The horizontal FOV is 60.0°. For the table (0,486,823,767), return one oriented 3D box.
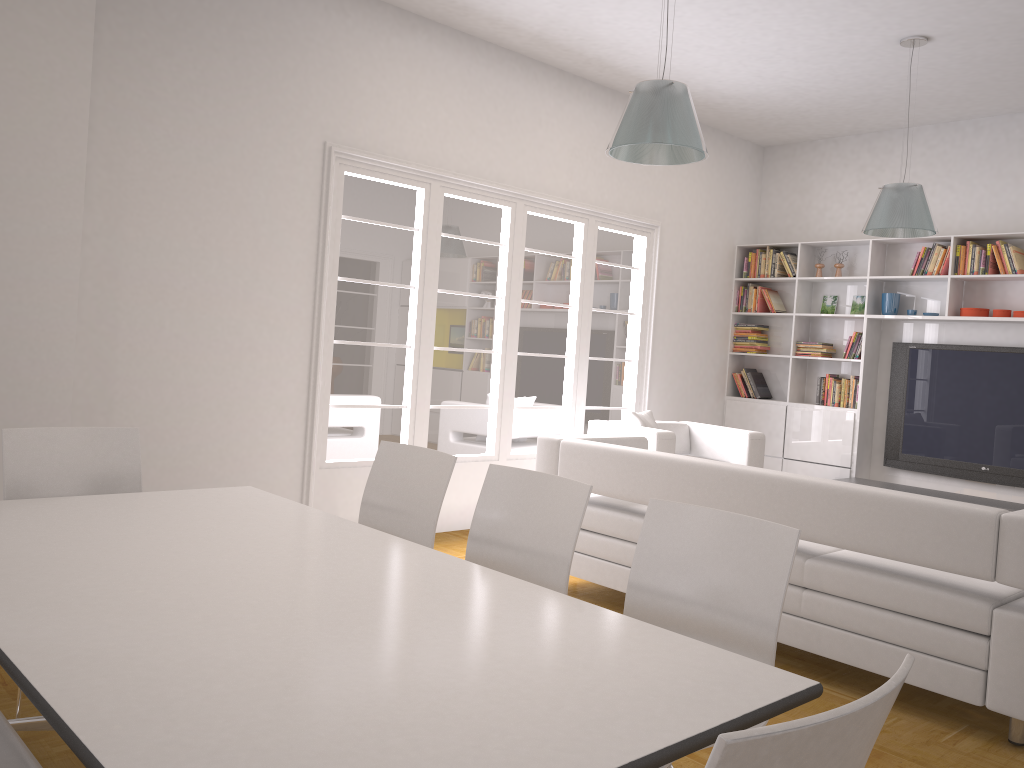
[{"bbox_3d":[-0.678,0.836,2.202,1.210,0.722,2.413,2,3,-43],"label":"table"}]

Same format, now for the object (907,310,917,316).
[{"bbox_3d":[3.360,-0.593,7.447,0.078,0.056,0.078,3,2,-18],"label":"object"}]

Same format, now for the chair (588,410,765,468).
[{"bbox_3d":[1.218,0.674,6.664,1.096,0.911,0.802,3,2,-33],"label":"chair"}]

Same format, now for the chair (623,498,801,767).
[{"bbox_3d":[0.355,0.805,2.240,0.575,0.931,0.561,3,2,-43],"label":"chair"}]

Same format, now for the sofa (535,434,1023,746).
[{"bbox_3d":[1.295,0.814,4.366,0.822,0.848,2.625,2,3,-43],"label":"sofa"}]

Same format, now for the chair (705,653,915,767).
[{"bbox_3d":[0.202,0.825,1.286,0.560,0.931,0.576,3,2,-43],"label":"chair"}]

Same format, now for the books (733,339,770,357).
[{"bbox_3d":[2.316,-0.350,8.579,0.207,0.153,0.284,2,3,-43],"label":"books"}]

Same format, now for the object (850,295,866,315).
[{"bbox_3d":[3.098,-0.697,7.908,0.051,0.190,0.144,3,2,-43],"label":"object"}]

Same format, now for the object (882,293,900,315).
[{"bbox_3d":[3.236,-0.675,7.584,0.147,0.192,0.147,5,2,36],"label":"object"}]

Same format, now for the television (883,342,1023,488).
[{"bbox_3d":[3.825,0.244,7.054,0.082,1.087,1.662,3,2,-43],"label":"television"}]

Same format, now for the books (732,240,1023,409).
[{"bbox_3d":[3.536,-0.454,7.257,0.235,1.455,3.866,3,2,-43],"label":"books"}]

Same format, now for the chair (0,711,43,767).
[{"bbox_3d":[-1.241,0.718,1.672,0.575,0.931,0.561,3,2,-43],"label":"chair"}]

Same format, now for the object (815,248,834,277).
[{"bbox_3d":[2.840,-1.095,8.084,0.179,0.279,0.121,3,2,-37],"label":"object"}]

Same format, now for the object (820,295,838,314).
[{"bbox_3d":[2.902,-0.719,8.120,0.051,0.190,0.144,3,2,-43],"label":"object"}]

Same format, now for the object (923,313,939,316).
[{"bbox_3d":[3.465,-0.569,7.332,0.124,0.032,0.123,5,3,33],"label":"object"}]

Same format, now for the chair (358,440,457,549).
[{"bbox_3d":[-0.570,0.703,3.236,0.575,0.931,0.561,3,2,-43],"label":"chair"}]

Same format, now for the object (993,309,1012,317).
[{"bbox_3d":[3.839,-0.543,6.948,0.129,0.073,0.129,6,3,43],"label":"object"}]

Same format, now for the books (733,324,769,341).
[{"bbox_3d":[2.316,-0.500,8.588,0.207,0.153,0.252,2,3,-43],"label":"books"}]

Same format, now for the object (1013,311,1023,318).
[{"bbox_3d":[3.948,-0.527,6.803,0.182,0.054,0.183,6,3,43],"label":"object"}]

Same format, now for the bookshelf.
[{"bbox_3d":[4.031,0.102,6.746,0.389,2.479,5.370,3,2,-43],"label":"bookshelf"}]

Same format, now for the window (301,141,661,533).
[{"bbox_3d":[-0.056,-0.201,6.674,3.348,2.527,0.196,2,2,-43],"label":"window"}]

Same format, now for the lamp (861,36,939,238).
[{"bbox_3d":[2.558,-1.603,5.747,0.464,1.249,0.465,3,2,-44],"label":"lamp"}]

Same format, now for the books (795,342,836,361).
[{"bbox_3d":[2.771,-0.300,8.089,0.207,0.153,0.284,2,3,-43],"label":"books"}]

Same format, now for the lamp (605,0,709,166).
[{"bbox_3d":[0.699,-1.663,4.015,0.464,1.249,0.465,3,2,-44],"label":"lamp"}]

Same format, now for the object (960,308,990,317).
[{"bbox_3d":[3.701,-0.565,7.097,0.211,0.073,0.211,5,2,22],"label":"object"}]

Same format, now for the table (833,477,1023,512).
[{"bbox_3d":[3.440,1.086,6.747,0.437,0.434,1.975,2,3,-43],"label":"table"}]

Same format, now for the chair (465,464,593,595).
[{"bbox_3d":[-0.121,0.753,2.753,0.575,0.931,0.561,3,2,-43],"label":"chair"}]

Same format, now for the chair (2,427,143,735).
[{"bbox_3d":[-1.488,0.645,3.106,0.560,0.931,0.576,3,2,-43],"label":"chair"}]

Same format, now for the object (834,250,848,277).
[{"bbox_3d":[2.933,-1.075,8.008,0.119,0.260,0.179,3,2,-23],"label":"object"}]
